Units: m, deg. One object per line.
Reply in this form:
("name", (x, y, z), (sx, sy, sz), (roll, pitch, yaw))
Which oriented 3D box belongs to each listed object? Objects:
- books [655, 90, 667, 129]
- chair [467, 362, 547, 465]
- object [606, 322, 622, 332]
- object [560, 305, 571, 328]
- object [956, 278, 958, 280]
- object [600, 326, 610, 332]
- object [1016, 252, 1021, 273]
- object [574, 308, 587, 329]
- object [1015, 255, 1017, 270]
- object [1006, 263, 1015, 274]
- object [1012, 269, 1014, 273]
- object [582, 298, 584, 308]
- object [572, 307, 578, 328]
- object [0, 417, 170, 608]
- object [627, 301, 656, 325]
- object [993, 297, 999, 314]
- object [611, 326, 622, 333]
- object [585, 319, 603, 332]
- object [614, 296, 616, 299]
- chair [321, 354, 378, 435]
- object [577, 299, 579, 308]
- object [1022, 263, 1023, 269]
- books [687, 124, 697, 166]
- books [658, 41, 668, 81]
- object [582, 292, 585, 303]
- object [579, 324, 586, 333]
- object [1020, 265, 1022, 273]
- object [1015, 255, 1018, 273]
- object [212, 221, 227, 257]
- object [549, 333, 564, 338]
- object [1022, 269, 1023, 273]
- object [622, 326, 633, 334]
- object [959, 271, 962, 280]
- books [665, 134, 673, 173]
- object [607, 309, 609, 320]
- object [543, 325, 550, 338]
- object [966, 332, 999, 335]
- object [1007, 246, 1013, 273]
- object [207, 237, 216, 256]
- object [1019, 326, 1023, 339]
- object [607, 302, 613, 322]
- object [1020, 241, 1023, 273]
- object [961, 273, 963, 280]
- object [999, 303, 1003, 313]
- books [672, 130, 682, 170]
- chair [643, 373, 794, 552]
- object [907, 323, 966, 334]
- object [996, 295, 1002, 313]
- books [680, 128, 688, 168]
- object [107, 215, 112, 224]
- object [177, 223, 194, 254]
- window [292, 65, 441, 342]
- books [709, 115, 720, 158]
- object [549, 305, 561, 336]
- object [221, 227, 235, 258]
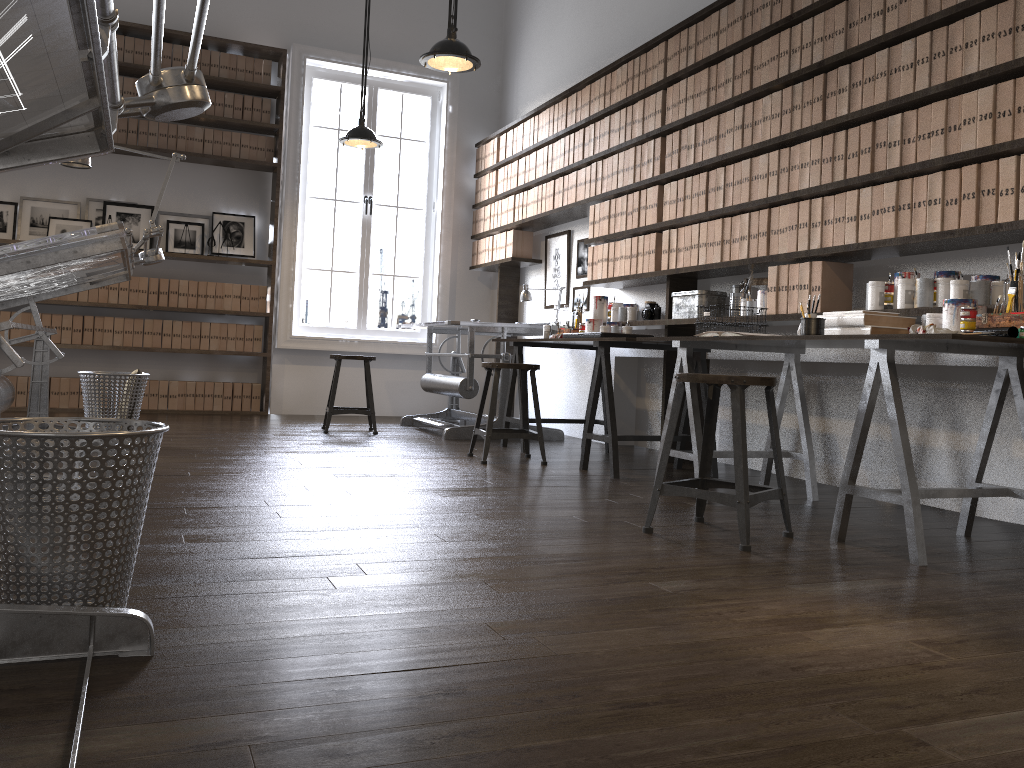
("books", (0.920, -1.561, 5.099), (0.174, 0.226, 0.067), (3, -1, -23))
("chair", (-0.017, 0.153, 4.722), (0.358, 0.528, 0.371), (3, 0, -14))
("object", (0.607, -0.305, 5.292), (0.094, 0.128, 0.095), (3, 0, -19))
("object", (0.340, -0.384, 5.642), (0.068, 0.238, 0.069), (3, -1, -26))
("object", (1.633, -0.334, 3.234), (0.035, 0.104, 0.004), (3, -2, -24))
("object", (0.544, -0.293, 5.198), (0.062, 0.094, 0.062), (2, -1, 17))
("object", (1.564, -0.312, 2.746), (0.008, 0.186, 0.071), (2, -1, 20))
("object", (0.557, -0.408, 5.483), (0.345, 0.146, 0.077), (3, -1, 0))
("object", (1.575, -0.313, 2.762), (0.006, 0.182, 0.053), (2, -1, 20))
("object", (1.555, -0.300, 2.752), (0.038, 0.153, 0.008), (2, -2, 26))
("object", (1.575, -0.295, 2.760), (0.005, 0.152, 0.045), (4, -2, -41))
("object", (0.429, -0.443, 5.473), (0.006, 0.193, 0.055), (3, -1, -24))
("object", (0.418, -0.378, 5.675), (0.068, 0.230, 0.069), (3, -1, -26))
("object", (-0.848, 0.265, 1.677), (0.353, 0.378, 0.353), (3, 0, -1))
("object", (0.790, -0.416, 5.300), (0.107, 0.162, 0.235), (2, 0, 33))
("object", (1.540, -0.212, 2.838), (0.005, 0.130, 0.040), (3, -1, -25))
("object", (0.606, -0.289, 5.164), (0.062, 0.093, 0.063), (2, -1, 26))
("object", (0.490, -0.317, 5.295), (0.104, 0.142, 0.105), (3, 0, -30))
("object", (0.659, -0.483, 5.774), (0.033, 0.184, 0.005), (3, -2, -29))
("chair", (-1.093, 0.070, 6.017), (0.358, 0.528, 0.371), (3, 0, -14))
("object", (0.417, -0.438, 5.489), (0.008, 0.186, 0.071), (3, -1, -22))
("object", (1.581, -0.296, 2.744), (0.005, 0.157, 0.006), (2, -2, 30))
("books", (1.038, -1.272, 4.782), (0.174, 0.226, 0.067), (3, -1, -23))
("books", (0.933, -1.838, 5.098), (0.174, 0.226, 0.067), (3, -1, -23))
("object", (0.434, -0.457, 5.485), (0.021, 0.228, 0.007), (3, -1, -11))
("object", (0.427, -0.307, 5.340), (0.049, 0.112, 0.049), (3, -1, -26))
("object", (1.569, -0.293, 2.739), (0.005, 0.148, 0.033), (2, -1, 21))
("object", (1.557, -0.309, 2.743), (0.021, 0.180, 0.005), (3, -1, -4))
("object", (-2.354, -1.163, 7.122), (0.118, 0.304, 0.040), (3, -1, -23))
("object", (0.281, -0.281, 5.298), (0.132, 0.050, 0.197), (3, 1, 6))
("object", (1.575, -0.290, 2.740), (0.011, 0.135, 0.005), (3, -1, -2))
("object", (0.668, -0.286, 5.140), (0.062, 0.094, 0.062), (2, -1, 26))
("object", (1.634, -0.341, 3.217), (0.029, 0.135, 0.004), (3, -2, -27))
("books", (0.957, -1.281, 4.987), (0.174, 0.226, 0.067), (3, -1, -23))
("object", (0.632, -0.443, 5.765), (0.061, 0.111, 0.061), (3, -1, -24))
("object", (0.232, -0.324, 5.672), (0.068, 0.104, 0.068), (3, -1, -18))
("object", (1.373, -0.150, 2.675), (0.172, 0.017, 0.011), (4, 0, 36))
("object", (1.560, -0.325, 2.764), (0.007, 0.214, 0.055), (3, -1, -16))
("object", (-2.399, -1.094, 7.064), (0.066, 0.166, 0.040), (3, -1, -23))
("object", (1.511, -0.149, 2.588), (0.049, 0.037, 0.049), (2, 0, -19))
("object", (0.641, -0.455, 5.694), (0.051, 0.140, 0.050), (3, -1, -25))
("object", (1.581, -0.332, 2.752), (0.020, 0.228, 0.007), (2, -1, 9))
("object", (1.643, -0.342, 3.216), (0.036, 0.119, 0.005), (3, -2, -26))
("object", (1.560, -0.207, 2.845), (0.005, 0.124, 0.040), (3, -1, -26))
("books", (0.981, -1.278, 4.916), (0.174, 0.226, 0.067), (3, -1, -23))
("chair", (0.683, 0.234, 2.876), (0.372, 0.528, 0.358), (2, -1, 41))
("object", (1.340, -0.165, 2.780), (0.197, 0.050, 0.132), (4, 2, 38))
("object", (1.548, -0.210, 2.832), (0.005, 0.148, 0.033), (3, -1, -24))
("books", (1.015, -1.275, 4.849), (0.174, 0.226, 0.067), (3, -1, -23))
("object", (-3.112, -1.167, 6.780), (0.174, 0.260, 0.040), (3, -1, -23))
("object", (-2.584, -1.149, 7.016), (0.124, 0.260, 0.040), (3, -1, -23))
("window", (-1.252, -1.515, 7.653), (1.243, 2.312, 0.153), (3, -1, -23))
("books", (1.118, -1.263, 4.588), (0.174, 0.226, 0.067), (3, -1, -23))
("object", (0.274, -0.383, 5.615), (0.068, 0.230, 0.069), (3, -1, -26))
("object", (-2.302, -1.141, 7.174), (0.110, 0.262, 0.040), (3, -1, -23))
